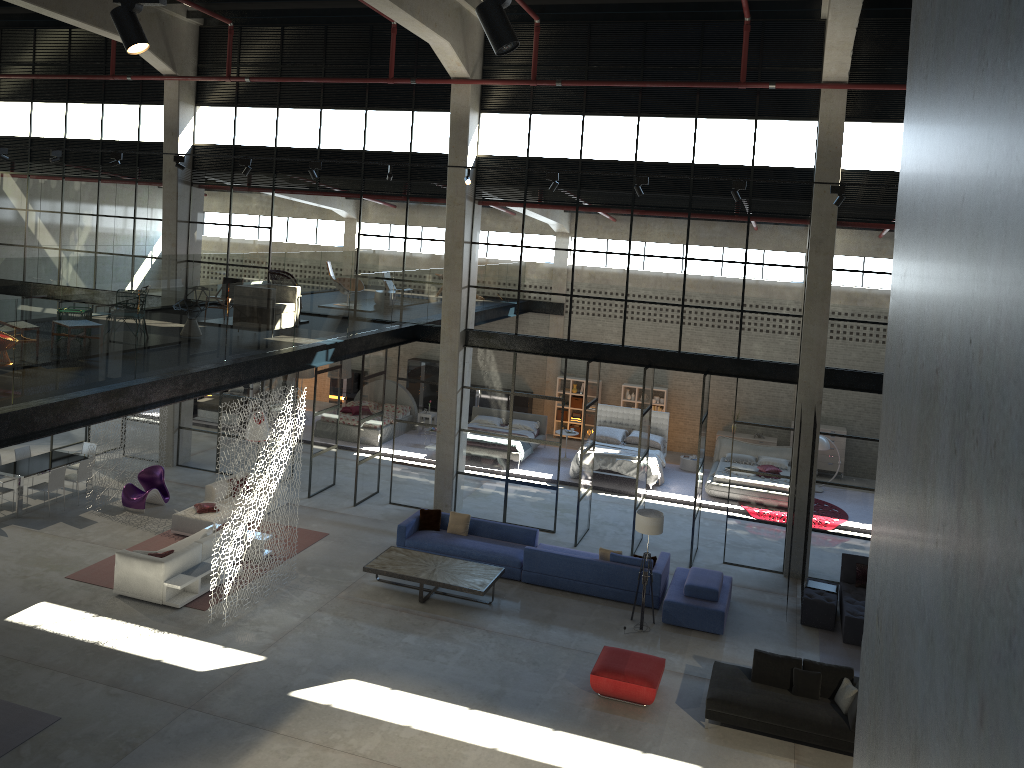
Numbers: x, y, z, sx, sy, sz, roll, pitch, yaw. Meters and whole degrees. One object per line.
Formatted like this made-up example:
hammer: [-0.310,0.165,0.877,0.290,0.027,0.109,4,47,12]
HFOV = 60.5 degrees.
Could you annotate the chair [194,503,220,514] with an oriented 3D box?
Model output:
chair: [-5.632,2.272,16.181,0.414,0.107,0.412,-1,11,-26]

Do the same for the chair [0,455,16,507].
chair: [-9.936,1.854,17.070,0.547,0.865,0.422,5,4,18]

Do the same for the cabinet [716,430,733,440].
cabinet: [6.248,1.735,23.435,1.557,0.695,0.535,7,6,18]

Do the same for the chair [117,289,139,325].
chair: [-5.889,-1.018,13.377,0.484,0.802,0.504,3,5,-7]

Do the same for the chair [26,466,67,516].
chair: [-8.851,1.990,16.712,0.547,0.865,0.422,5,4,18]

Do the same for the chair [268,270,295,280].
chair: [-4.483,-1.741,17.323,0.686,0.980,0.838,3,6,-12]

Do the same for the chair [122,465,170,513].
chair: [-7.204,2.050,17.299,0.658,0.743,0.804,6,7,18]

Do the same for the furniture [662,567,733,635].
furniture: [3.007,3.359,14.118,0.953,0.549,1.553,6,10,18]

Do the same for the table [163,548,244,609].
table: [-4.817,3.040,13.783,0.301,0.365,1.586,5,10,17]

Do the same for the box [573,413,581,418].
box: [1.863,0.897,25.064,0.214,0.108,0.133,7,8,18]

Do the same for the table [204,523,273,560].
table: [-4.783,2.761,15.316,1.205,0.367,0.303,7,6,18]

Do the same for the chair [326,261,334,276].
chair: [-3.935,-2.409,21.054,0.977,1.021,0.799,-2,8,-44]

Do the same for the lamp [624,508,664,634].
lamp: [2.035,2.866,13.401,0.431,1.732,0.672,4,3,15]

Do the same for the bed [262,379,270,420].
bed: [-7.613,-0.110,24.807,2.256,2.064,2.333,6,7,18]

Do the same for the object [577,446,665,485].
object: [2.537,1.907,21.118,2.290,0.654,0.657,8,7,21]

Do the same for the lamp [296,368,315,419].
lamp: [-5.921,0.051,24.968,0.800,1.911,0.689,2,4,-30]

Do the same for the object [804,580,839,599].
object: [5.062,3.353,14.349,0.520,0.099,0.303,8,10,23]

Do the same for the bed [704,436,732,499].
bed: [5.816,2.062,20.863,2.250,0.917,2.582,7,10,18]

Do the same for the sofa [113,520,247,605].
sofa: [-5.291,2.783,14.189,0.951,0.663,2.160,6,10,17]

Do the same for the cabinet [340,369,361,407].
cabinet: [-5.092,0.155,27.266,1.044,1.153,0.452,6,4,18]

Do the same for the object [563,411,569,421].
object: [1.477,0.878,25.139,0.325,0.295,0.326,6,7,18]

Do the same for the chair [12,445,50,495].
chair: [-9.716,1.746,17.734,0.547,0.865,0.422,5,4,18]

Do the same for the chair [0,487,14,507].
chair: [-9.605,2.025,16.253,0.422,0.865,0.549,5,5,18]

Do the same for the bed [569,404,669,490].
bed: [2.701,1.496,21.564,2.226,1.406,2.340,6,9,17]

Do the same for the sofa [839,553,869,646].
sofa: [7.255,3.637,13.436,4.165,0.863,1.844,7,9,18]

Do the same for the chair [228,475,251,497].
chair: [-5.349,2.018,17.262,0.411,0.333,0.259,-2,8,-39]

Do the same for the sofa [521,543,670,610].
sofa: [1.439,3.063,14.910,2.344,0.717,1.064,7,8,18]

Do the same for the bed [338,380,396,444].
bed: [-3.943,0.688,23.934,2.037,1.269,2.364,6,9,18]

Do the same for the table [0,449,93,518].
table: [-9.287,1.923,17.225,0.904,0.750,1.821,6,9,18]

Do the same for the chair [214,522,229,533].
chair: [-4.946,2.503,14.760,0.269,0.319,0.399,6,7,20]

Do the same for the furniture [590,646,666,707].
furniture: [1.537,3.849,11.590,0.857,0.373,0.863,7,10,18]

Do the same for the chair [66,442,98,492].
chair: [-8.963,1.711,18.194,0.422,0.865,0.549,5,5,18]

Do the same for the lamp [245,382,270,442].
lamp: [-4.597,0.450,15.953,0.442,1.093,0.441,5,4,26]

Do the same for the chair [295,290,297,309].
chair: [-4.325,-1.314,15.474,0.807,0.826,0.991,6,7,18]

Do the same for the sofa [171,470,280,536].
sofa: [-5.431,2.294,16.811,0.945,0.662,2.169,6,10,17]

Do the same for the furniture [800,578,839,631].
furniture: [4.995,3.554,14.226,0.511,0.451,0.968,7,9,22]

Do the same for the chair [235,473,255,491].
chair: [-5.307,1.983,17.462,0.380,0.335,0.256,-2,7,-38]

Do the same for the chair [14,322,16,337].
chair: [-6.880,-0.773,11.786,0.637,0.764,0.783,9,8,43]

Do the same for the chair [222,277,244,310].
chair: [-5.427,-1.596,16.651,0.521,0.819,0.561,5,5,18]

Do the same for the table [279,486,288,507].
table: [-5.058,2.262,17.941,0.904,0.367,0.303,7,6,18]

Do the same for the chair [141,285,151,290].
chair: [-6.173,-1.179,14.118,0.647,0.814,0.585,0,6,-37]

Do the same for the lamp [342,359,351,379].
lamp: [-4.932,0.055,25.291,0.800,1.911,0.689,2,4,-30]

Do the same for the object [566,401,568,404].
object: [1.597,0.550,25.239,0.065,0.106,0.066,1,5,-27]

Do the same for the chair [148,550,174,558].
chair: [-5.408,2.708,13.520,0.402,0.333,0.286,0,7,-27]

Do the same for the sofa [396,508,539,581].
sofa: [-0.784,2.841,15.656,2.344,0.600,1.064,7,9,18]

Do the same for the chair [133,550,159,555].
chair: [-5.659,2.681,13.626,0.390,0.270,0.322,3,7,-7]

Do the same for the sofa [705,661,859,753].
sofa: [3.531,4.001,10.953,2.114,0.557,1.092,7,9,18]

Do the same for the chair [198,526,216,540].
chair: [-5.075,2.545,14.485,0.269,0.315,0.397,4,7,5]

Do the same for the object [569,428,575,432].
object: [1.544,1.186,22.554,0.168,0.089,0.171,1,9,-20]

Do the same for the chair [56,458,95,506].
chair: [-8.632,1.882,17.377,0.547,0.865,0.422,5,4,18]

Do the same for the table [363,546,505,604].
table: [-1.264,3.173,14.236,2.071,0.396,1.037,7,10,18]
